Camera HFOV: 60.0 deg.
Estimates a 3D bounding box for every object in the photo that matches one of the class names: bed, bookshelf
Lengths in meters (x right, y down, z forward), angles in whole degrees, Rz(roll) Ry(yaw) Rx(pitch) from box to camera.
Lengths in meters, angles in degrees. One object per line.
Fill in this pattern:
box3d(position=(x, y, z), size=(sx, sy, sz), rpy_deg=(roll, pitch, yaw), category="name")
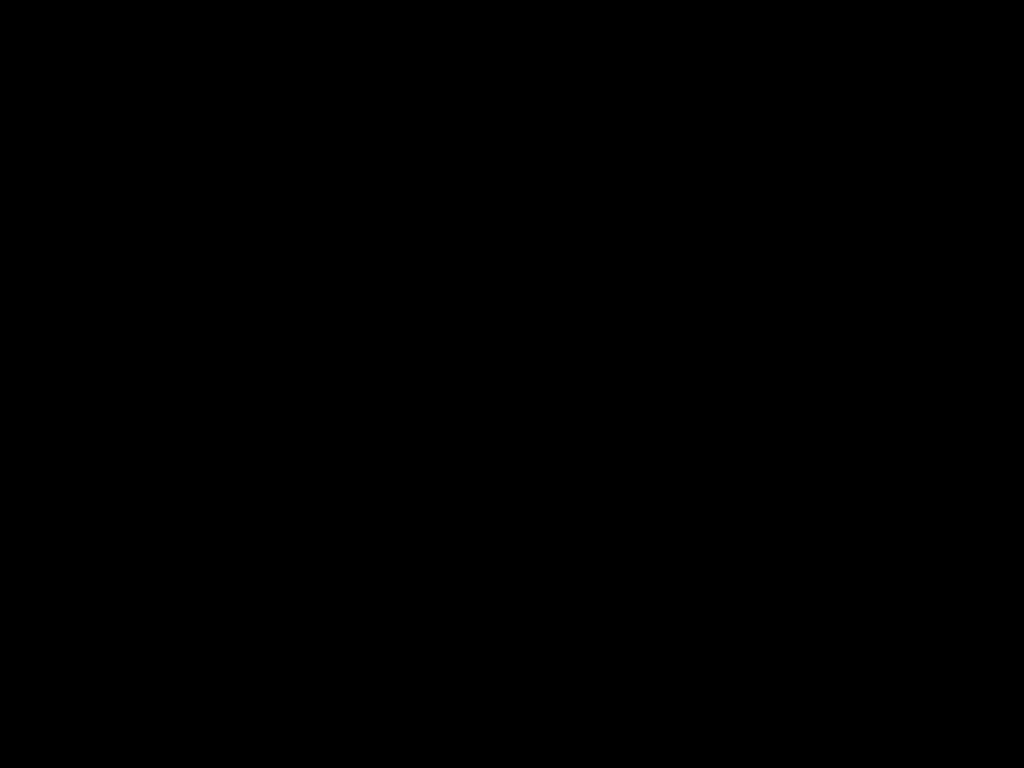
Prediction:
box3d(position=(-0.543, -0.353, 0.343), size=(2.087, 0.994, 3.009), rpy_deg=(4, -6, -15), category="bed")
box3d(position=(-1.033, 0.145, 2.064), size=(1.495, 0.303, 0.643), rpy_deg=(4, -6, -15), category="bookshelf")

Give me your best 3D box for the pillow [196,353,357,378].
box3d(position=(-0.648, -0.115, 1.932), size=(0.470, 0.241, 0.498), rpy_deg=(-2, -8, 40), category="pillow")
